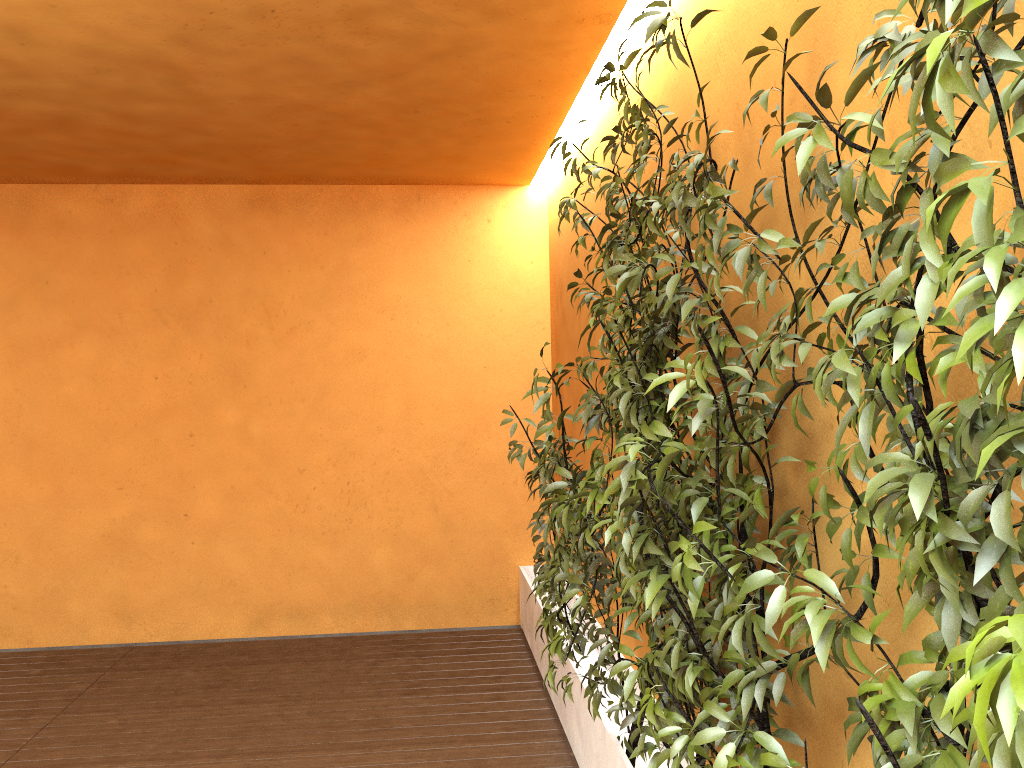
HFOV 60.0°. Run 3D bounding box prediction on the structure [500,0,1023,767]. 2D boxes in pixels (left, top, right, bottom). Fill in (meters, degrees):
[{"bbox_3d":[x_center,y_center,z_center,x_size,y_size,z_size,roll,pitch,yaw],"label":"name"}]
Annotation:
[{"bbox_3d":[0.392,0.116,2.004,0.622,2.483,3.166,-1,0,-7],"label":"structure"}]
